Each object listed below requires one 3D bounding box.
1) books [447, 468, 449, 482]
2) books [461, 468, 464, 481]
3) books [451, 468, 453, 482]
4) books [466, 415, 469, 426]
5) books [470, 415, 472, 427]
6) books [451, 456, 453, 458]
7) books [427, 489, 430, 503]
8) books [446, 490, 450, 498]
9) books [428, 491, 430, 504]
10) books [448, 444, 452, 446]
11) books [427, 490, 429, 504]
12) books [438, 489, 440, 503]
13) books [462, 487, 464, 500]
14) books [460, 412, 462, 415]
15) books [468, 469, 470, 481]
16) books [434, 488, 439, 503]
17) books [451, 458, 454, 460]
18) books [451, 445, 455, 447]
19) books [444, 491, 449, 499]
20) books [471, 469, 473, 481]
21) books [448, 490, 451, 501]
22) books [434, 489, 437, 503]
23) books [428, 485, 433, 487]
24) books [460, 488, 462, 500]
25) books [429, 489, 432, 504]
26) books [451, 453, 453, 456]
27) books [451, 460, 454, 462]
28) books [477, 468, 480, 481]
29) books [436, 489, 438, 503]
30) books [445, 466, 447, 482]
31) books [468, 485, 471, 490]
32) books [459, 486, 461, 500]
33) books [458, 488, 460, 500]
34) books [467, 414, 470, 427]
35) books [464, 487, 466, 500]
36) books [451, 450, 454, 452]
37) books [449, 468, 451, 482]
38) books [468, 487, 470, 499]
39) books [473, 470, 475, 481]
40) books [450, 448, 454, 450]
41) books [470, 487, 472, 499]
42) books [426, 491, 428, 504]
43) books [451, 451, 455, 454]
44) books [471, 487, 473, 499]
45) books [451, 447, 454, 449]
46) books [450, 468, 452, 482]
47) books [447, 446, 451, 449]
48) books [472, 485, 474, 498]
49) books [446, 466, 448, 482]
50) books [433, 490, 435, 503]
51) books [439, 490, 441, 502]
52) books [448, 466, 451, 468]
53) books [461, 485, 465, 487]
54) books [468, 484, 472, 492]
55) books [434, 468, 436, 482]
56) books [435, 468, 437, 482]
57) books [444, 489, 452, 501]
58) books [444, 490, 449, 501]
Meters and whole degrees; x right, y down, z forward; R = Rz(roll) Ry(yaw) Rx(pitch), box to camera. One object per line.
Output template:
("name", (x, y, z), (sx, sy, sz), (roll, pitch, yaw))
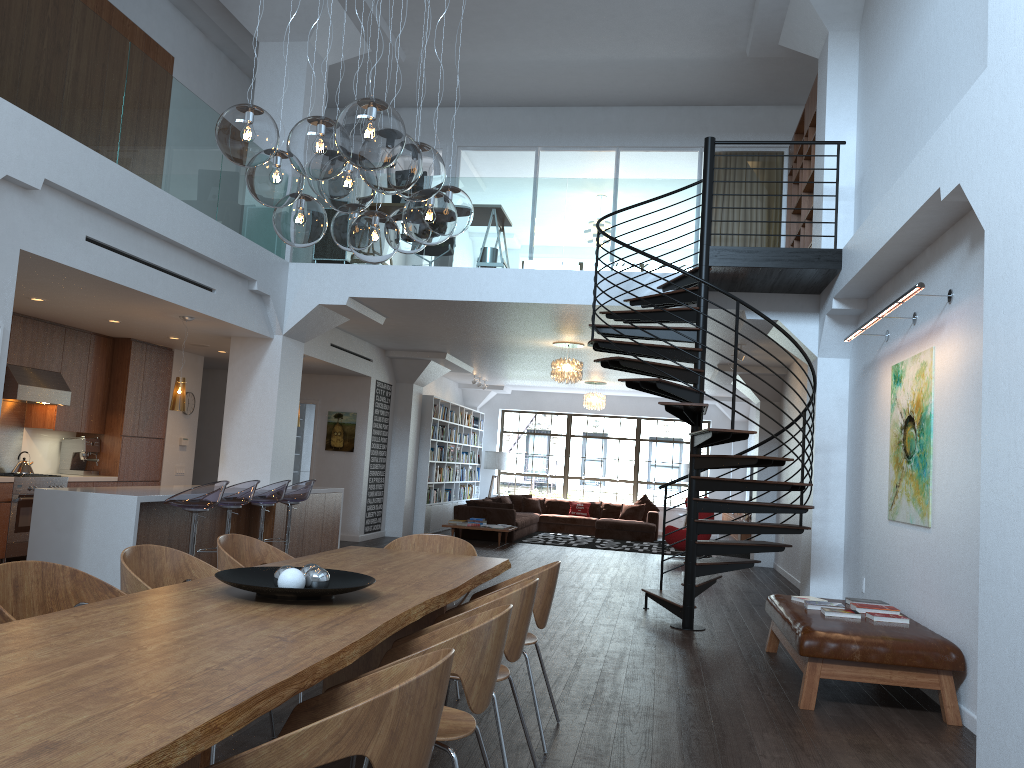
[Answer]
("books", (-1.292, 1.716, 16.787), (0.183, 0.253, 0.034), (3, -5, 9))
("books", (-1.081, 1.834, 18.102), (0.197, 0.290, 0.136), (3, -5, 10))
("books", (-1.246, 1.750, 17.125), (0.183, 0.253, 0.034), (3, -5, 9))
("books", (-0.989, 0.750, 18.294), (0.171, 0.246, 0.057), (3, -5, 10))
("books", (-0.945, 0.772, 18.541), (0.183, 0.253, 0.034), (3, -5, 10))
("books", (-1.258, 1.405, 17.149), (0.180, 0.042, 0.259), (3, -5, 10))
("books", (-1.530, 1.968, 15.559), (0.183, 0.253, 0.042), (3, -5, 10))
("books", (-1.269, 2.146, 17.025), (0.146, 0.202, 0.027), (3, -5, 10))
("books", (-1.523, 1.980, 15.519), (0.161, 0.223, 0.032), (3, -5, 10))
("books", (-1.268, 1.154, 16.766), (0.223, 0.027, 0.161), (2, -6, 19))
("books", (-1.539, 1.963, 15.446), (0.174, 0.240, 0.054), (3, -5, 10))
("books", (-1.413, 2.037, 16.226), (0.183, 0.253, 0.042), (3, -5, 10))
("books", (-1.089, 2.231, 18.099), (0.183, 0.253, 0.034), (3, -5, 9))
("books", (-1.094, 0.686, 17.699), (0.160, 0.251, 0.031), (3, -5, 10))
("books", (-0.979, 1.909, 18.650), (0.174, 0.251, 0.051), (3, -5, 10))
("books", (-1.433, 2.025, 16.142), (0.180, 0.259, 0.042), (3, -5, 10))
("books", (-1.235, 1.446, 17.146), (0.160, 0.039, 0.251), (2, -5, 15))
("books", (-1.211, 1.200, 17.191), (0.129, 0.043, 0.185), (1, -6, 24))
("books", (-1.283, 2.145, 16.966), (0.139, 0.191, 0.036), (3, -5, 10))
("books", (-0.936, 1.939, 18.939), (0.183, 0.253, 0.042), (3, -5, 10))
("books", (-1.260, 2.154, 17.106), (0.146, 0.202, 0.027), (3, -5, 10))
("books", (-1.457, 2.011, 15.992), (0.183, 0.253, 0.042), (3, -5, 10))
("books", (-1.520, 1.776, 15.492), (0.223, 0.027, 0.161), (2, -6, 19))
("books", (-1.111, 2.219, 17.960), (0.160, 0.250, 0.026), (3, -5, 9))
("books", (-1.516, 1.976, 15.640), (0.180, 0.251, 0.048), (3, -5, 10))
("books", (-1.239, 1.363, 17.165), (0.168, 0.045, 0.231), (3, -5, 5))
("books", (-1.235, 1.485, 17.144), (0.171, 0.039, 0.246), (3, -5, 10))
("books", (-0.811, 1.993, 19.633), (0.176, 0.290, 0.053), (3, -5, 10))
("books", (-1.441, 2.023, 16.063), (0.171, 0.246, 0.039), (3, -5, 10))
("books", (-1.334, 1.681, 16.607), (0.198, 0.284, 0.066), (3, -5, 9))
("books", (-0.984, 2.291, 18.846), (0.198, 0.284, 0.066), (3, -5, 10))
("books", (-1.131, 2.196, 17.919), (0.198, 0.284, 0.066), (3, -5, 9))
("books", (-1.151, 2.206, 17.800), (0.174, 0.240, 0.045), (3, -5, 9))
("books", (-0.977, 0.755, 18.375), (0.183, 0.253, 0.034), (3, -5, 10))
("books", (-1.054, 2.253, 18.340), (0.180, 0.259, 0.060), (3, -5, 9))
("books", (-1.232, 1.286, 17.174), (0.161, 0.033, 0.223), (3, -5, 10))
("books", (-1.263, 1.732, 16.945), (0.183, 0.253, 0.034), (3, -5, 9))
("books", (-0.986, 2.300, 18.754), (0.160, 0.250, 0.027), (3, -5, 10))
("books", (-0.900, 1.975, 19.158), (0.168, 0.228, 0.139), (3, -5, 10))
("books", (-1.241, 1.259, 17.202), (0.223, 0.027, 0.161), (4, -5, -1))
("books", (-0.962, 2.317, 18.903), (0.189, 0.247, 0.057), (3, -5, 10))
("books", (-1.548, 1.967, 15.403), (0.161, 0.223, 0.032), (3, -5, 10))
("books", (-1.229, 1.321, 17.163), (0.183, 0.042, 0.253), (3, -5, 10))
("books", (-0.932, 2.336, 19.086), (0.171, 0.246, 0.057), (3, -5, 10))
("books", (-1.219, 1.233, 17.193), (0.144, 0.024, 0.208), (2, -5, 15))
("books", (-1.257, 1.738, 17.028), (0.180, 0.259, 0.060), (3, -5, 9))
("books", (-1.274, 1.192, 16.786), (0.174, 0.045, 0.240), (3, -5, 9))
("books", (-0.920, 2.323, 19.170), (0.176, 0.290, 0.053), (3, -5, 10))
("books", (-1.308, 1.690, 16.714), (0.176, 0.290, 0.053), (3, -5, 9))
("books", (-1.477, 2.012, 15.881), (0.176, 0.231, 0.053), (3, -5, 10))
("books", (-1.400, 2.055, 16.313), (0.174, 0.236, 0.142), (3, -5, 9))
("books", (-1.265, 1.717, 16.982), (0.176, 0.290, 0.036), (3, -5, 9))
("books", (-1.062, 2.233, 18.294), (0.176, 0.290, 0.036), (3, -5, 9))
("books", (-0.935, 2.298, 18.952), (0.140, 0.298, 0.044), (3, -5, 10))
("books", (-1.465, 1.618, 15.818), (0.189, 0.247, 0.057), (3, -5, 10))
("books", (-1.446, 1.635, 15.956), (0.159, 0.241, 0.038), (3, -5, 10))
("books", (-1.249, 2.148, 17.191), (0.140, 0.231, 0.042), (3, -5, 10))
("books", (-1.282, 2.143, 17.000), (0.146, 0.202, 0.027), (3, -5, 10))
